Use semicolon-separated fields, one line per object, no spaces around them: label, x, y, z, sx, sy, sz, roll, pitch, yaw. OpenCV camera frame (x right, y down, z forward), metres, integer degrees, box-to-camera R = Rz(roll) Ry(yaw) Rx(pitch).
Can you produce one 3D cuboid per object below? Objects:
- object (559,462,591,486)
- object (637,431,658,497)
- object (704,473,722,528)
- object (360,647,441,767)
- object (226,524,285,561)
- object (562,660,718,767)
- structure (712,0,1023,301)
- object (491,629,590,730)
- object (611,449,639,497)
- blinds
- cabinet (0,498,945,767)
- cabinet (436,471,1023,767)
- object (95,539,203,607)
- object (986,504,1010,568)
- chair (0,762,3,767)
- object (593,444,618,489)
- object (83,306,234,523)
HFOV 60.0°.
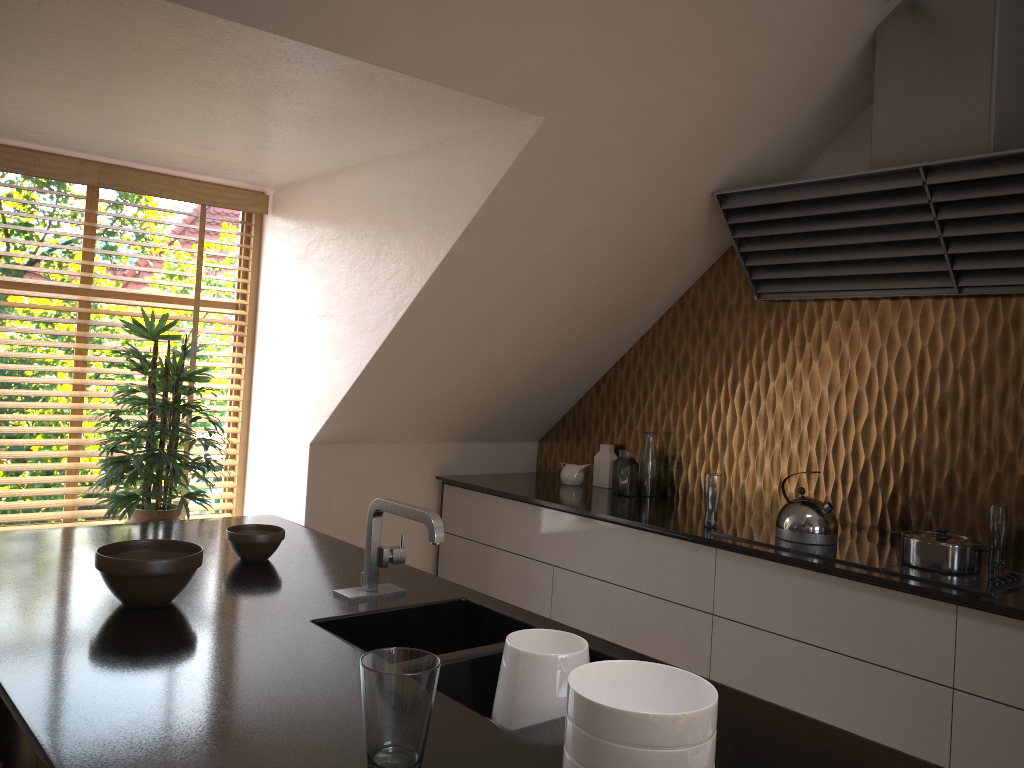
object;0.278;0.404;4.022;0.107;0.106;0.178;3;0;-13
object;0.586;0.343;3.807;0.089;0.274;0.089;3;-1;27
object;0.699;0.406;3.096;0.062;0.184;0.062;2;-2;40
object;-0.146;0.423;1.131;0.103;0.141;0.103;3;-1;40
object;-0.653;0.407;2.252;0.146;0.075;0.145;4;1;19
object;0.154;0.438;1.074;0.181;0.147;0.181;3;0;-43
structure;1.403;-0.878;2.815;0.420;1.177;1.540;4;-1;-40
object;0.052;0.546;1.480;0.190;0.232;0.190;3;0;12
object;0.483;0.378;3.784;0.068;0.191;0.100;4;-1;-40
blinds;-1.725;-0.150;3.610;1.428;1.486;0.070;4;-1;-40
cabinet;-0.408;0.820;1.645;0.998;1.136;2.439;4;0;-40
cabinet;0.870;0.734;3.047;0.623;0.916;3.094;4;0;-40
object;-0.745;0.392;1.817;0.206;0.106;0.206;4;1;19
object;1.470;0.459;2.683;0.062;0.184;0.062;2;-2;40
chair;-1.224;0.907;1.574;0.404;0.867;0.429;3;-1;23
object;0.424;0.371;4.011;0.068;0.191;0.100;4;-1;-40
object;-1.363;0.193;3.459;0.517;0.977;0.555;4;-1;-45
